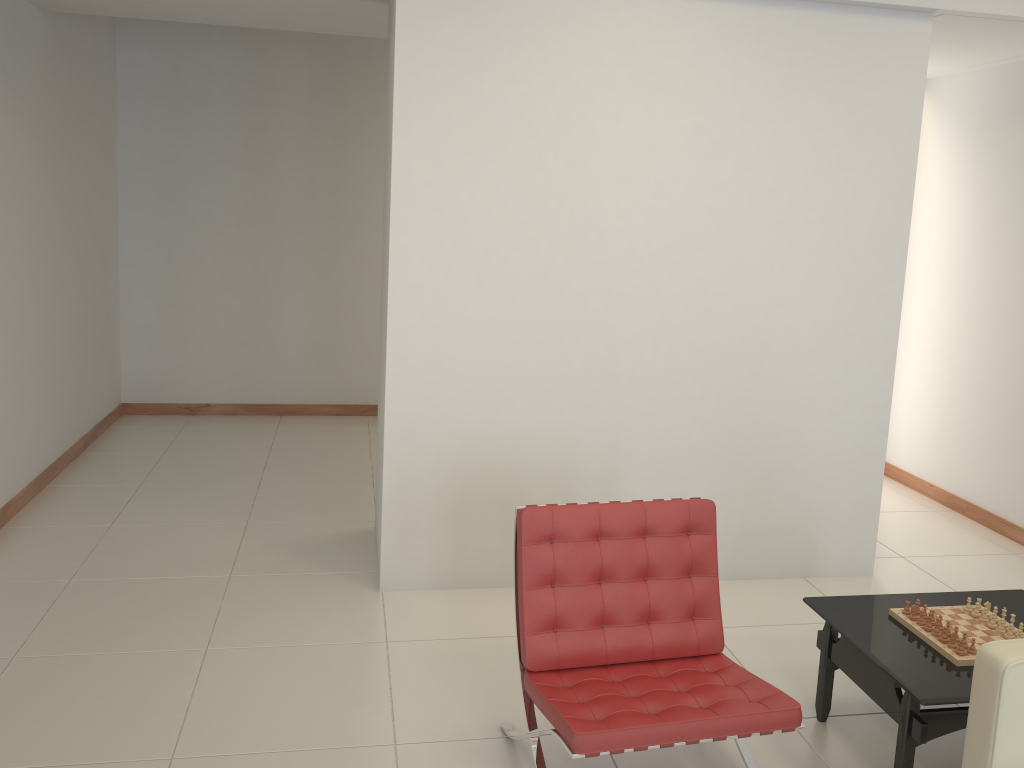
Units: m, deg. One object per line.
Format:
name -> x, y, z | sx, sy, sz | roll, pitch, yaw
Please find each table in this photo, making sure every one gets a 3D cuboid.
table -> 1.556, 1.053, 2.993 | 0.916, 0.419, 0.707 | 1, 10, -11

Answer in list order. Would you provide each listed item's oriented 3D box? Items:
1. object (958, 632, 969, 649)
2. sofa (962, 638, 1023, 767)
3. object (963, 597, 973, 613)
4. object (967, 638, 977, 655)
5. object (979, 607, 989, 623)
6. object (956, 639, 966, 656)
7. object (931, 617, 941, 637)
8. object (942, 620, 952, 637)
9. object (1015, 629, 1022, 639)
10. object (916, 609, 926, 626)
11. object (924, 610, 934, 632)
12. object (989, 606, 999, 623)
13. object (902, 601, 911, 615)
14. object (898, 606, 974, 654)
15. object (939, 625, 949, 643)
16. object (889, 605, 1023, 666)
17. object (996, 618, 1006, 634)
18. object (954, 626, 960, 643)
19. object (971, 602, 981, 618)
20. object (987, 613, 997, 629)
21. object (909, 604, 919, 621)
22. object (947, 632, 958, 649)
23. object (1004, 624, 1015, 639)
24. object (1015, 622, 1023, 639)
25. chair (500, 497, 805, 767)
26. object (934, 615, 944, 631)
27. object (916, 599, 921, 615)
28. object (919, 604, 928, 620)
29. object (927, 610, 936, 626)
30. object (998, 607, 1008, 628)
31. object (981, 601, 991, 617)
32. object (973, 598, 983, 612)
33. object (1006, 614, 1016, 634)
object -> 1.452, 0.820, 2.841 | 0.030, 0.049, 0.030 | 2, 9, -3
sofa -> 1.853, 1.180, 1.109 | 1.000, 0.914, 2.589 | 1, 11, -11
object -> 1.606, 0.774, 3.112 | 0.030, 0.049, 0.030 | 2, 9, -3
object -> 1.459, 0.828, 2.802 | 0.030, 0.049, 0.030 | 2, 9, -3
object -> 1.620, 0.790, 3.034 | 0.030, 0.049, 0.030 | 2, 9, -3
object -> 1.420, 0.831, 2.795 | 0.030, 0.043, 0.030 | 2, 9, -3
object -> 1.399, 0.797, 2.911 | 0.030, 0.063, 0.030 | 2, 8, -3
object -> 1.438, 0.804, 2.919 | 0.030, 0.049, 0.030 | 2, 9, -3
object -> 1.648, 0.822, 2.878 | 0.030, 0.049, 0.030 | 2, 9, -3
object -> 1.384, 0.785, 2.989 | 0.030, 0.054, 0.030 | 2, 9, -3
object -> 1.392, 0.786, 2.949 | 0.030, 0.069, 0.030 | 2, 8, -3
object -> 1.659, 0.788, 3.041 | 0.030, 0.054, 0.030 | 2, 9, -3
object -> 1.370, 0.775, 3.068 | 0.030, 0.043, 0.030 | 2, 9, -3
object -> 1.531, 0.824, 2.960 | 0.349, 0.001, 0.350 | 1, 11, -11
object -> 1.406, 0.809, 2.873 | 0.030, 0.054, 0.030 | 2, 9, -3
object -> 1.531, 0.835, 2.962 | 0.360, 0.021, 0.364 | 1, 11, -11
object -> 1.634, 0.806, 2.956 | 0.030, 0.049, 0.030 | 2, 9, -3
object -> 1.445, 0.812, 2.880 | 0.030, 0.049, 0.030 | 2, 9, -3
object -> 1.613, 0.782, 3.073 | 0.030, 0.049, 0.030 | 2, 9, -3
object -> 1.627, 0.798, 2.995 | 0.030, 0.049, 0.030 | 2, 9, -3
object -> 1.377, 0.779, 3.029 | 0.030, 0.052, 0.030 | 2, 9, -3
object -> 1.413, 0.819, 2.834 | 0.030, 0.052, 0.030 | 2, 9, -3
object -> 1.641, 0.814, 2.917 | 0.030, 0.049, 0.030 | 2, 9, -3
object -> 1.681, 0.812, 2.924 | 0.030, 0.054, 0.030 | 2, 9, -3
chair -> 0.409, 0.848, 2.750 | 0.700, 0.810, 0.713 | 0, 10, -16
object -> 1.430, 0.796, 2.958 | 0.030, 0.049, 0.030 | 2, 9, -3
object -> 1.409, 0.772, 3.075 | 0.030, 0.049, 0.030 | 2, 9, -3
object -> 1.416, 0.780, 3.036 | 0.030, 0.049, 0.030 | 2, 9, -3
object -> 1.423, 0.788, 2.997 | 0.030, 0.049, 0.030 | 2, 9, -3
object -> 1.667, 0.789, 3.001 | 0.030, 0.069, 0.030 | 2, 8, -3
object -> 1.652, 0.781, 3.080 | 0.030, 0.052, 0.030 | 0, 9, -18
object -> 1.645, 0.778, 3.119 | 0.030, 0.043, 0.030 | 2, 9, -3
object -> 1.674, 0.800, 2.962 | 0.030, 0.063, 0.030 | 2, 8, -3
